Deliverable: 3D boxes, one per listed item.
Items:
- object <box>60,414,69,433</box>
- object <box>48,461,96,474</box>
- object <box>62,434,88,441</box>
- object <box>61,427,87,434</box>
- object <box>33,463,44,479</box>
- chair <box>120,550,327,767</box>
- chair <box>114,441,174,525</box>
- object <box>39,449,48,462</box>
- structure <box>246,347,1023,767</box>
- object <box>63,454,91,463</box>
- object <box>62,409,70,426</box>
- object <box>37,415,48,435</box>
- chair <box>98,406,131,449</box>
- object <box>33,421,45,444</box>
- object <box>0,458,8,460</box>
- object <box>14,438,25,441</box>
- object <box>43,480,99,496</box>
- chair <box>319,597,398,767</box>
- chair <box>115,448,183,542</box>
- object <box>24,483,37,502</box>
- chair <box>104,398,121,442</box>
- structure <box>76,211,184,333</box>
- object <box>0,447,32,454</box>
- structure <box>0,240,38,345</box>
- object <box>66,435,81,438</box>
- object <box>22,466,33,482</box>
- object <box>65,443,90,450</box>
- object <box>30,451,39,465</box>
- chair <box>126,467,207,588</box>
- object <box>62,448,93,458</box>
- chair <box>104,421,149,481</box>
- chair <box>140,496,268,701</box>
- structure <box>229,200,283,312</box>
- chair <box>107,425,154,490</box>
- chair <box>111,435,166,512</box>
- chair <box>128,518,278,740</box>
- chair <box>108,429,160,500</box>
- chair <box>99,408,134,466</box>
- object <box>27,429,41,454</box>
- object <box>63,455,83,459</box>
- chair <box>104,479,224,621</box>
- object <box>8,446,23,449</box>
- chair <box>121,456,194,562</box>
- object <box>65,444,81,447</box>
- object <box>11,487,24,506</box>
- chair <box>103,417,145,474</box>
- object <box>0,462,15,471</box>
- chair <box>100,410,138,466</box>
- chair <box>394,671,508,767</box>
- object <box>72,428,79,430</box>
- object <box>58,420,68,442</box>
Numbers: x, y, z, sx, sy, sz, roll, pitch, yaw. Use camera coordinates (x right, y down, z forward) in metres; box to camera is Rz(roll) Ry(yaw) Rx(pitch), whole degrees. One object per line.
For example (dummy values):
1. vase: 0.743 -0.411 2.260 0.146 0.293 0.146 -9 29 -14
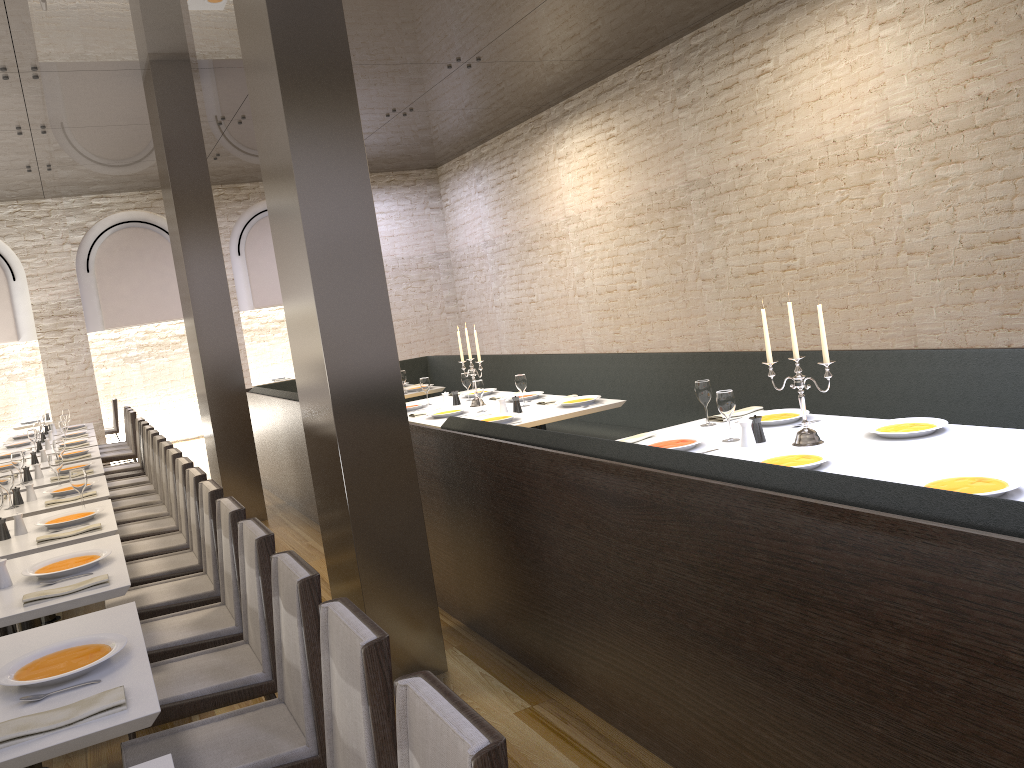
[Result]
1. object: -4.957 0.457 9.845 0.086 0.230 0.086 -8 4 4
2. object: -3.268 0.631 6.590 0.321 0.036 0.323 -3 8 42
3. object: -4.603 0.565 9.313 0.273 0.033 0.142 -11 6 -26
4. object: -5.105 0.537 10.337 0.273 0.033 0.142 -11 6 -26
5. object: -3.462 0.633 6.472 0.059 0.109 0.059 -11 5 -34
6. chair: -0.768 1.000 2.446 0.567 0.903 0.412 -11 4 -26
7. chair: -2.556 0.901 6.095 0.567 0.903 0.412 -11 4 -26
8. object: -3.978 0.604 7.524 0.059 0.109 0.059 -11 5 -34
9. structure: 0.467 0.466 5.406 2.379 0.998 10.747 -11 6 -25
10. object: -3.625 0.619 7.318 0.273 0.033 0.142 -11 6 -26
11. object: -5.453 0.430 10.857 0.086 0.230 0.086 -8 4 4
12. object: -5.479 0.486 10.339 0.086 0.230 0.086 -8 4 4
13. chair: -4.941 0.770 10.960 0.567 0.903 0.412 -11 4 -26
14. object: -4.983 0.514 9.326 0.086 0.230 0.086 -8 4 4
15. object: -4.674 0.687 8.246 0.186 0.010 0.017 -11 6 -26
16. object: -5.661 0.632 10.261 0.186 0.010 0.017 -11 6 -26
17. object: -2.757 0.660 5.547 0.323 0.036 0.321 -14 8 -43
18. chair: -0.506 1.014 1.913 0.567 0.903 0.412 -11 4 -26
19. chair: -2.309 0.915 5.591 0.567 0.903 0.412 -11 4 -26
20. object: -2.951 0.661 5.429 0.059 0.109 0.059 -11 5 -34
21. chair: -6.193 0.713 13.394 0.567 0.903 0.412 -11 4 -26
22. structure: -5.486 -1.698 12.995 1.638 1.671 0.098 -11 4 -26
23. object: -4.886 0.667 8.728 0.273 0.033 0.142 -11 6 -26
24. structure: -7.488 -1.296 12.008 1.638 1.671 0.098 -11 4 -26
25. object: -4.683 0.562 9.470 0.182 0.015 0.038 -11 6 -24
26. object: -3.504 0.646 6.400 0.059 0.109 0.059 -11 5 -34
27. object: -4.117 0.592 8.322 0.273 0.033 0.142 -11 6 -26
28. object: -4.020 0.618 7.452 0.059 0.109 0.059 -11 5 -34
29. chair: -1.799 0.943 4.550 0.567 0.903 0.412 -11 4 -26
30. object: -3.783 0.603 7.641 0.321 0.036 0.323 -3 8 42
31. chair: -3.575 0.845 8.173 0.567 0.903 0.412 -11 4 -26
32. chair: -1.288 0.971 3.508 0.567 0.903 0.412 -11 4 -26
33. structure: -3.609 -2.075 13.920 1.638 1.671 0.098 -11 4 -26
34. chair: -3.315 0.859 7.643 0.567 0.903 0.412 -11 4 -26
35. chair: -2.804 0.887 6.601 0.567 0.903 0.412 -11 4 -26
36. chair: -1.039 0.985 3.000 0.567 0.903 0.412 -11 4 -26
37. chair: -3.065 0.873 7.133 0.567 0.903 0.412 -11 4 -26
38. chair: -4.687 0.784 10.442 0.567 0.903 0.412 -11 4 -26
39. object: -4.500 0.540 8.341 0.086 0.230 0.086 -8 4 4
40. object: -3.706 0.616 7.475 0.182 0.015 0.038 -11 6 -24
41. chair: -1.550 0.957 4.041 0.567 0.903 0.412 -11 4 -26
42. object: -5.159 0.660 9.237 0.186 0.010 0.017 -11 6 -26
43. chair: -2.048 0.929 5.058 0.567 0.903 0.412 -11 4 -26
44. object: -4.198 0.589 8.479 0.182 0.015 0.038 -11 6 -24
45. object: -2.993 0.675 5.358 0.059 0.109 0.059 -11 5 -34
46. chair: -3.820 0.831 8.673 0.567 0.903 0.412 -11 4 -26
47. object: -4.260 0.698 7.409 0.321 0.036 0.323 -3 8 42
48. chair: -4.440 0.797 9.939 0.567 0.903 0.412 -11 4 -26
49. chair: -0.257 1.028 1.405 0.567 0.903 0.412 -11 4 -26
50. object: -5.185 0.534 10.494 0.182 0.015 0.038 -11 6 -24
51. object: -4.474 0.484 8.859 0.086 0.230 0.086 -8 4 4
